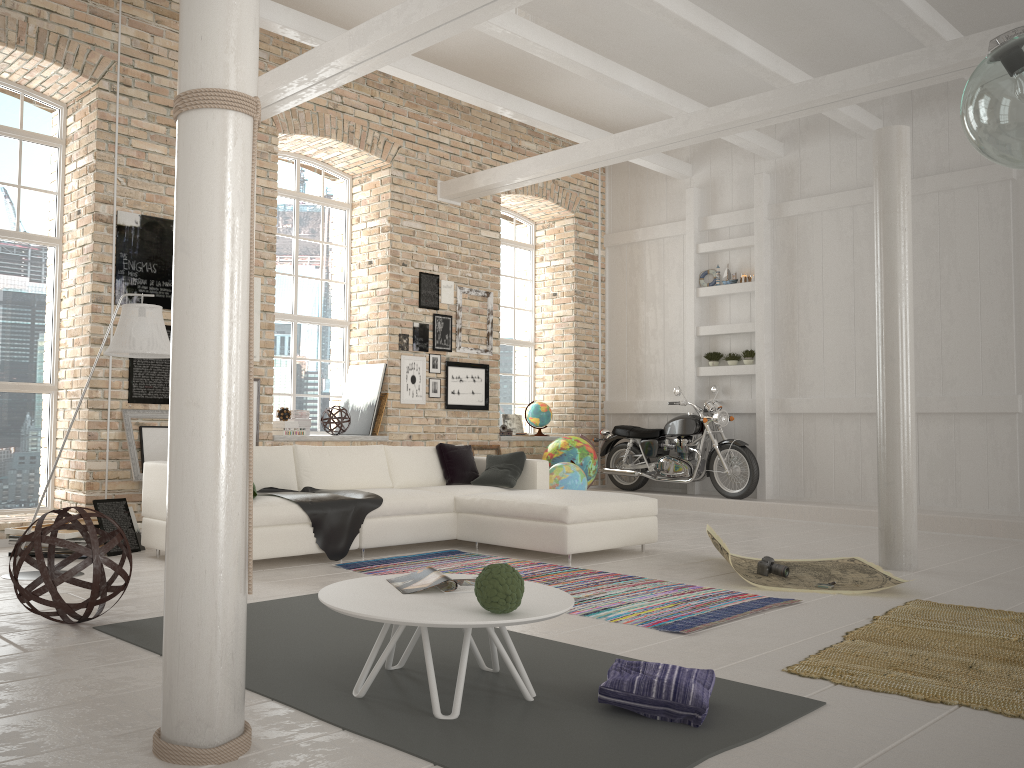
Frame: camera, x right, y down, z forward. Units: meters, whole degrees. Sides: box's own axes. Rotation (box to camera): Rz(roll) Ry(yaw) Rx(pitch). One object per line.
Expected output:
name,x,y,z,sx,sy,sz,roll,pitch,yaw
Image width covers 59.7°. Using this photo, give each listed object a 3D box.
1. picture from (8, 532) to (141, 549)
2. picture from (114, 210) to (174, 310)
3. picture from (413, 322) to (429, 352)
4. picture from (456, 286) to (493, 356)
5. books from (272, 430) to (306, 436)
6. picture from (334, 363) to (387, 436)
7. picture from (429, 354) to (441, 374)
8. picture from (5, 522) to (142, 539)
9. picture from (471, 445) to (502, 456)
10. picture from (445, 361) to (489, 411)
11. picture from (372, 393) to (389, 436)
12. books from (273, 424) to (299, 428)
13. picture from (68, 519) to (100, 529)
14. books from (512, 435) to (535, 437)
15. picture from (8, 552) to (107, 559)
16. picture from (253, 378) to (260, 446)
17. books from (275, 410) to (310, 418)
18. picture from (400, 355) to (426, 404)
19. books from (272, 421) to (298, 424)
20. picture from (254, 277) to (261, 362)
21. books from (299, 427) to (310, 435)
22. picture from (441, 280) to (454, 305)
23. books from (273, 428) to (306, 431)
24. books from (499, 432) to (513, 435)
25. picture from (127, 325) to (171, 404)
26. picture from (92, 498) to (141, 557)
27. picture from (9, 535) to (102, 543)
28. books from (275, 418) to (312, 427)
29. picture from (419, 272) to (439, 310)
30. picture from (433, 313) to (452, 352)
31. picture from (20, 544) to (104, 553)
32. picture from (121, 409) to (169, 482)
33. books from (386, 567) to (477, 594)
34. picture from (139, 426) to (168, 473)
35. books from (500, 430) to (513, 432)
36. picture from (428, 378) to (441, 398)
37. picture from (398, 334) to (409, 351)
picture,-3.216,1.137,6.610,0.609,0.048,0.755,0,-3,14
picture,-3.087,-1.039,7.573,0.039,0.785,0.551,-3,-4,45
picture,-0.987,-0.505,9.660,0.015,0.306,0.214,-3,-4,45
picture,-0.429,-0.715,10.224,0.563,0.749,0.027,3,-4,-45
books,-2.176,0.474,8.633,0.234,0.048,0.258,-2,-4,41
picture,-1.608,0.167,9.470,0.628,0.764,0.229,-2,-4,44
picture,-0.847,-0.222,9.792,0.012,0.213,0.164,-3,-4,45
picture,-3.215,1.060,6.579,0.617,0.048,0.744,0,-3,21
picture,-0.245,1.072,10.181,0.238,0.748,0.472,-3,-4,45
picture,-0.508,0.027,10.111,0.034,0.535,0.666,-3,-4,45
picture,-1.469,0.322,9.365,0.387,0.460,0.161,-2,-4,44
books,-2.204,0.406,8.627,0.206,0.041,0.191,-1,-3,31
picture,-3.161,1.044,6.674,0.279,0.048,0.400,2,-3,-19
books,0.134,0.632,10.844,0.188,0.022,0.212,-2,-4,45
picture,-3.223,1.211,6.576,0.597,0.048,0.774,1,-3,4
picture,-2.509,0.313,8.085,0.013,0.756,0.484,-3,-4,45
books,-2.221,0.304,9.044,0.242,0.085,0.288,-1,-3,24
picture,-1.056,-0.042,9.565,0.014,0.514,0.341,-3,-4,45
books,-2.199,0.372,8.633,0.187,0.030,0.172,-1,-3,33
picture,-2.541,-0.608,8.094,0.039,0.785,0.550,-3,-4,45
books,-2.220,0.472,9.045,0.222,0.088,0.338,3,-4,-41
picture,-0.721,-1.024,9.956,0.013,0.259,0.181,-3,-4,45
books,-2.174,0.438,8.637,0.233,0.024,0.253,-2,-4,41
books,-0.153,0.602,10.855,0.217,0.029,0.237,-2,-4,44
picture,-3.032,-0.169,7.609,0.069,0.681,0.477,-3,-4,45
picture,-2.874,1.040,6.488,0.202,0.404,0.313,-1,-3,22
picture,-3.237,1.097,6.597,0.593,0.048,0.776,1,-3,2
books,-2.220,0.389,9.051,0.339,0.088,0.222,-2,-4,39
picture,-0.906,-1.016,9.763,0.020,0.394,0.276,-3,-4,45
picture,-0.767,-0.566,9.877,0.011,0.409,0.272,-3,-4,45
picture,-3.254,1.174,6.598,0.577,0.048,0.798,1,-3,-10
picture,-2.947,0.506,7.436,0.303,0.582,0.508,-3,-4,45
books,-0.265,0.739,3.374,0.361,0.048,0.315,2,-3,-15
picture,-2.884,0.644,7.594,0.157,0.568,0.537,-3,-4,45
books,-0.147,0.577,10.864,0.217,0.026,0.241,-2,-4,40
picture,-0.848,0.046,9.778,0.012,0.213,0.164,-3,-4,45
picture,-1.153,-0.444,9.492,0.125,0.178,0.009,3,-4,-39
